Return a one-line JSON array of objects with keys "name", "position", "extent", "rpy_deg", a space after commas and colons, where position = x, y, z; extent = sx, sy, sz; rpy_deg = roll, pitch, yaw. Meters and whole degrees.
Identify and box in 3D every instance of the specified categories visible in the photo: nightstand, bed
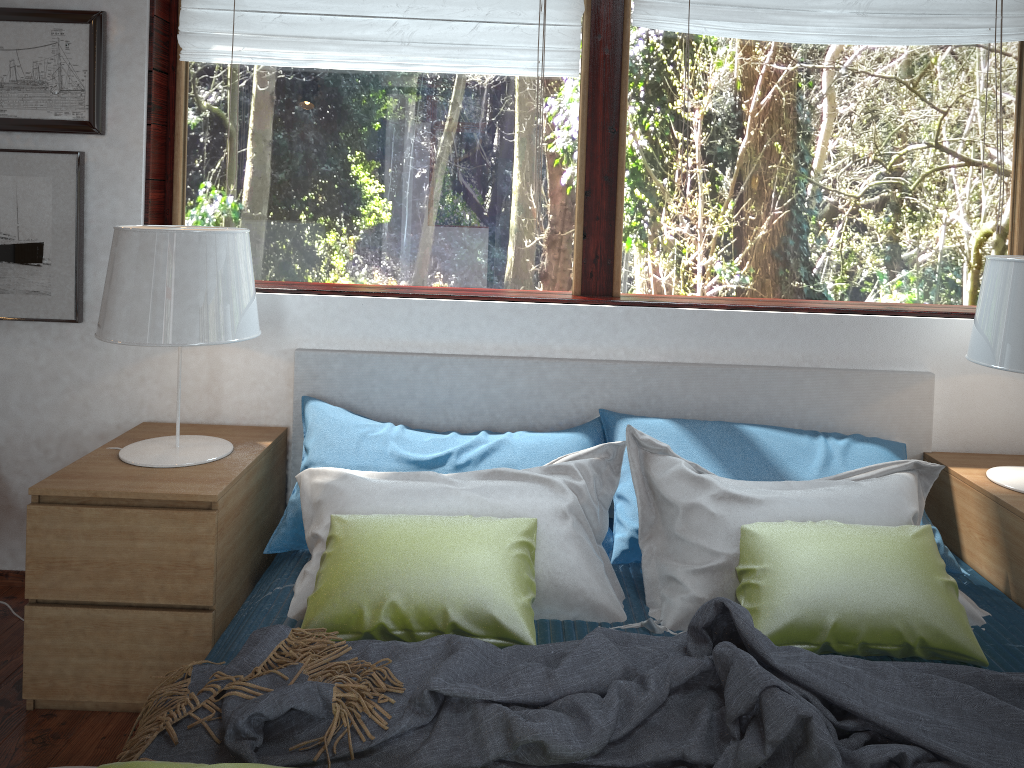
[{"name": "nightstand", "position": [1.403, 0.535, 2.259], "extent": [0.428, 0.536, 0.619], "rpy_deg": [2, 7, 0]}, {"name": "nightstand", "position": [-0.885, 0.450, 2.272], "extent": [0.428, 0.536, 0.619], "rpy_deg": [2, 7, 0]}, {"name": "bed", "position": [0.335, 0.569, 1.342], "extent": [2.138, 0.760, 2.624], "rpy_deg": [2, 11, 1]}]

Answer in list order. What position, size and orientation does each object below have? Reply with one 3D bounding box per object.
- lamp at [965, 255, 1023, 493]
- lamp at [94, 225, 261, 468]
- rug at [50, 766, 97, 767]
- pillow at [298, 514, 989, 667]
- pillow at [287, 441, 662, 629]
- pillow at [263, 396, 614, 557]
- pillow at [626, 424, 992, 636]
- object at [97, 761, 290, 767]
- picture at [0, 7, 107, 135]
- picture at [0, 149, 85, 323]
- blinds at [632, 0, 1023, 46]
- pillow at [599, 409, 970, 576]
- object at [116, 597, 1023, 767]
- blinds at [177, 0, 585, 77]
[{"name": "lamp", "position": [1.404, -0.031, 2.265], "extent": [0.405, 0.584, 0.411], "rpy_deg": [1, 5, -8]}, {"name": "lamp", "position": [-0.866, -0.115, 2.278], "extent": [0.405, 0.584, 0.411], "rpy_deg": [2, 5, -3]}, {"name": "rug", "position": [0.332, 1.015, 0.865], "extent": [2.710, 0.048, 1.835], "rpy_deg": [2, 11, 0]}, {"name": "pillow", "position": [0.265, 0.410, 1.858], "extent": [1.378, 0.217, 0.316], "rpy_deg": [2, 8, 0]}, {"name": "pillow", "position": [-0.125, 0.339, 2.056], "extent": [0.872, 0.356, 0.481], "rpy_deg": [1, 8, -4]}, {"name": "pillow", "position": [-0.167, 0.240, 2.365], "extent": [0.911, 0.327, 0.353], "rpy_deg": [2, 7, -2]}, {"name": "pillow", "position": [0.691, 0.333, 2.039], "extent": [0.851, 0.388, 0.366], "rpy_deg": [1, 6, -5]}, {"name": "object", "position": [0.286, 0.784, 1.153], "extent": [2.103, 0.444, 0.499], "rpy_deg": [1, 7, -4]}, {"name": "picture", "position": [-1.505, -0.920, 2.550], "extent": [0.626, 0.361, 0.042], "rpy_deg": [2, 1, 0]}, {"name": "picture", "position": [-1.514, -0.438, 2.559], "extent": [0.504, 0.502, 0.043], "rpy_deg": [2, 1, 0]}, {"name": "blinds", "position": [1.657, -1.337, 2.646], "extent": [2.560, 0.652, 0.054], "rpy_deg": [2, 1, 0]}, {"name": "pillow", "position": [0.696, 0.278, 2.360], "extent": [0.920, 0.316, 0.372], "rpy_deg": [2, 7, -2]}, {"name": "object", "position": [0.346, 0.589, 1.365], "extent": [2.127, 0.403, 0.639], "rpy_deg": [4, 9, 9]}, {"name": "blinds", "position": [-0.392, -1.205, 2.662], "extent": [1.234, 0.493, 0.055], "rpy_deg": [2, 1, 0]}]
